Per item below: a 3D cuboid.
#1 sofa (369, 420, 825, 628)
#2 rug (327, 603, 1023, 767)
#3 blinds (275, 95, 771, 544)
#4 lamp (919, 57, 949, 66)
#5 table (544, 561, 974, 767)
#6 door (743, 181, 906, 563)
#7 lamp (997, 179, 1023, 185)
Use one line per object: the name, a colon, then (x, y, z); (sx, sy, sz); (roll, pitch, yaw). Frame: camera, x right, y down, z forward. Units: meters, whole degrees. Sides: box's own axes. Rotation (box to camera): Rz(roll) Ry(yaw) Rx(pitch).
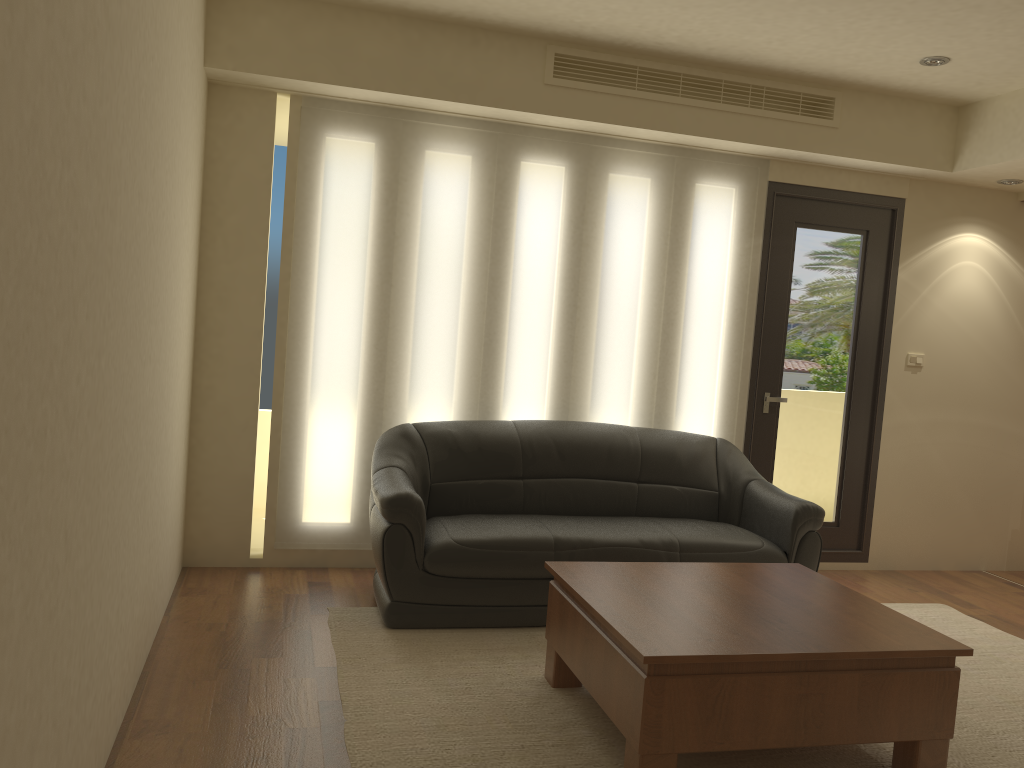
sofa: (0.410, 0.699, 4.756); (2.337, 0.918, 0.944); (3, 4, -15)
rug: (1.127, 1.296, 3.614); (3.592, 0.011, 2.482); (3, 4, -15)
blinds: (0.143, -0.256, 5.213); (2.830, 2.453, 0.002); (3, 4, -15)
lamp: (2.223, -1.716, 4.664); (0.143, 0.059, 0.143); (4, 4, -9)
table: (0.833, 1.050, 3.336); (1.213, 0.482, 1.045); (3, 4, -15)
door: (1.977, -0.041, 5.767); (1.011, 2.420, 0.118); (3, 4, -15)
lamp: (3.168, -1.303, 5.638); (0.143, 0.059, 0.143); (4, 4, -9)
